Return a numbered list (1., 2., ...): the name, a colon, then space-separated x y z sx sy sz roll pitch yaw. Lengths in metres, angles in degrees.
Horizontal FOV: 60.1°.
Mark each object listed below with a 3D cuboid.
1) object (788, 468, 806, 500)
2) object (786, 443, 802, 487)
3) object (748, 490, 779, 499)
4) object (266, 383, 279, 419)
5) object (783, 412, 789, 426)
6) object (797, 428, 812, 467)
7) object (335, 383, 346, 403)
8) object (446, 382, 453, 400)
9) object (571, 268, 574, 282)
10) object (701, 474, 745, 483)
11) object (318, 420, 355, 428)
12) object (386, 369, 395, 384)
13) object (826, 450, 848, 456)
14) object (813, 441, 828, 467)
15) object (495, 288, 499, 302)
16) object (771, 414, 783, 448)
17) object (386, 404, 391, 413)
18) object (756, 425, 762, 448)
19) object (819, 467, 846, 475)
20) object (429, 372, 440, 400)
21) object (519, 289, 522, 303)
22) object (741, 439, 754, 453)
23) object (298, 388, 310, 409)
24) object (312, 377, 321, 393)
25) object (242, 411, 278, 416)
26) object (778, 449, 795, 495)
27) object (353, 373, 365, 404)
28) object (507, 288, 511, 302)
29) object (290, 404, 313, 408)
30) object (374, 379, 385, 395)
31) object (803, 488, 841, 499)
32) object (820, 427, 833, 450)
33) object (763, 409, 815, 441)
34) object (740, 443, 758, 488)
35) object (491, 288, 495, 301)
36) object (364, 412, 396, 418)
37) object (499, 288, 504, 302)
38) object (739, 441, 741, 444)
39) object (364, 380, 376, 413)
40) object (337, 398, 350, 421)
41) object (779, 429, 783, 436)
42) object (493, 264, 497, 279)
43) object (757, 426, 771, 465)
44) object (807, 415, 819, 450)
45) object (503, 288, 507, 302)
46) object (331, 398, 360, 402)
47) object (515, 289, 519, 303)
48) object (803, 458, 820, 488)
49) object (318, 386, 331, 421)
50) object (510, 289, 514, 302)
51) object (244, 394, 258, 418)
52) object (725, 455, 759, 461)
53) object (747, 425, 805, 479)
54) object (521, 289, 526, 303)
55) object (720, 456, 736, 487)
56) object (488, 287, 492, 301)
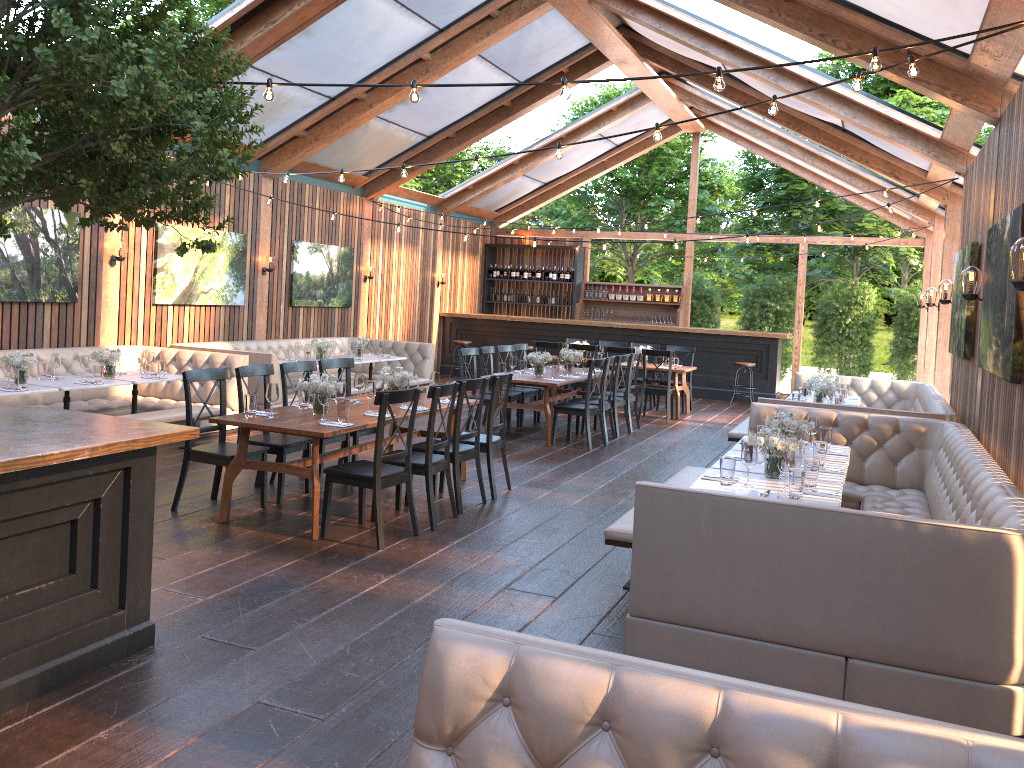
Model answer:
1. object: 1.531 0.539 4.762 0.092 0.158 0.092 4 3 9
2. object: 1.618 0.468 5.095 0.092 0.244 0.092 2 2 -20
3. object: 1.358 0.598 4.782 0.158 0.019 0.255 5 6 22
4. object: -1.690 0.119 6.237 0.092 0.244 0.092 3 2 3
5. object: 2.065 0.336 6.669 0.092 0.244 0.092 2 2 -20
6. object: 1.912 0.415 5.791 0.092 0.244 0.092 2 2 -20
7. object: -1.411 0.074 7.271 0.092 0.158 0.092 3 3 -11
8. object: -0.543 0.063 7.851 0.092 0.158 0.092 1 3 -31
9. object: 1.315 -2.357 19.179 0.075 0.302 0.075 5 3 39
10. object: 1.244 0.551 5.191 0.255 0.019 0.158 5 6 23
11. object: -1.226 0.270 6.098 0.255 0.019 0.158 5 6 23
12. object: -1.074 -0.005 7.823 0.092 0.244 0.092 1 3 -42
13. object: 2.294 0.489 6.387 0.255 0.019 0.158 5 6 23
14. object: 2.025 0.460 5.826 0.092 0.158 0.092 4 3 9
15. object: -0.335 -2.010 19.893 0.094 0.308 0.095 3 2 -13
16. object: 1.931 0.348 6.476 0.092 0.244 0.092 2 2 -20
17. object: -0.975 0.141 6.834 0.092 0.158 0.092 5 3 29
18. object: 1.823 0.387 6.450 0.092 0.158 0.092 4 3 9
19. object: 1.999 0.545 5.658 0.255 0.019 0.158 5 6 23
20. object: -0.685 0.017 7.813 0.092 0.244 0.092 4 3 25
21. object: 0.198 -1.962 19.693 0.094 0.308 0.095 1 3 -42
22. object: 1.533 0.441 5.751 0.092 0.158 0.092 4 3 9
23. object: -1.590 0.111 6.766 0.092 0.158 0.092 1 4 -41
24. object: -1.494 0.074 6.806 0.092 0.244 0.092 4 2 20
25. object: -1.804 0.209 6.401 0.255 0.019 0.158 5 6 23
26. object: 1.511 0.484 4.877 0.092 0.244 0.092 2 2 -20
27. object: -1.263 0.037 7.284 0.092 0.244 0.092 2 3 -25
28. object: -0.055 -1.989 19.833 0.094 0.308 0.094 3 2 -13
29. object: -1.593 0.170 6.943 0.255 0.019 0.158 5 6 23
30. object: -1.170 0.035 7.797 0.092 0.158 0.092 1 3 -31
31. object: 1.701 0.600 4.941 0.255 0.019 0.158 5 6 23
32. object: 2.329 0.403 6.569 0.092 0.158 0.092 4 3 9
33. object: 1.947 0.343 6.209 0.337 0.309 0.329 6 5 39
34. object: 1.344 0.460 5.025 0.092 0.244 0.092 2 2 -20
35. object: -0.422 -2.017 19.920 0.094 0.308 0.094 4 2 27
36. object: -1.013 0.226 6.664 0.255 0.019 0.158 5 6 23
37. object: -0.229 -2.004 19.890 0.094 0.308 0.094 1 3 -41
38. object: 1.834 0.441 6.618 0.255 0.019 0.158 5 6 23
39. object: -1.093 0.095 6.799 0.092 0.244 0.092 4 2 20
40. object: -1.199 0.183 6.289 0.092 0.158 0.092 5 4 39
41. object: 2.037 0.366 6.776 0.092 0.158 0.092 1 3 -31
42. object: -0.373 -2.536 19.911 0.087 0.333 0.088 3 2 2
43. object: 1.649 0.402 5.778 0.092 0.244 0.092 2 2 -20
44. object: 2.213 0.358 6.527 0.092 0.244 0.092 4 3 25
45. object: -0.142 -1.996 19.852 0.094 0.308 0.094 4 2 20
46. object: -1.381 0.129 7.438 0.255 0.019 0.158 5 6 23
47. object: 0.115 -1.971 19.743 0.094 0.308 0.094 4 2 18
48. object: 1.727 0.515 5.112 0.092 0.158 0.092 4 3 9
49. object: -1.327 0.137 6.254 0.092 0.244 0.092 2 2 -20
50. object: 0.008 -1.977 19.743 0.095 0.308 0.094 5 3 43
51. object: -1.841 0.154 6.233 0.092 0.158 0.092 1 4 -41
52. object: 1.548 0.495 5.924 0.255 0.019 0.158 5 6 23
53. object: 1.582 0.411 5.321 0.337 0.309 0.329 6 5 34
54. object: 0.264 -1.951 19.624 0.094 0.308 0.094 4 2 23
55. object: 1.221 0.497 5.020 0.092 0.158 0.092 4 3 9
56. object: -0.487 -2.030 20.014 0.094 0.308 0.094 3 2 9
